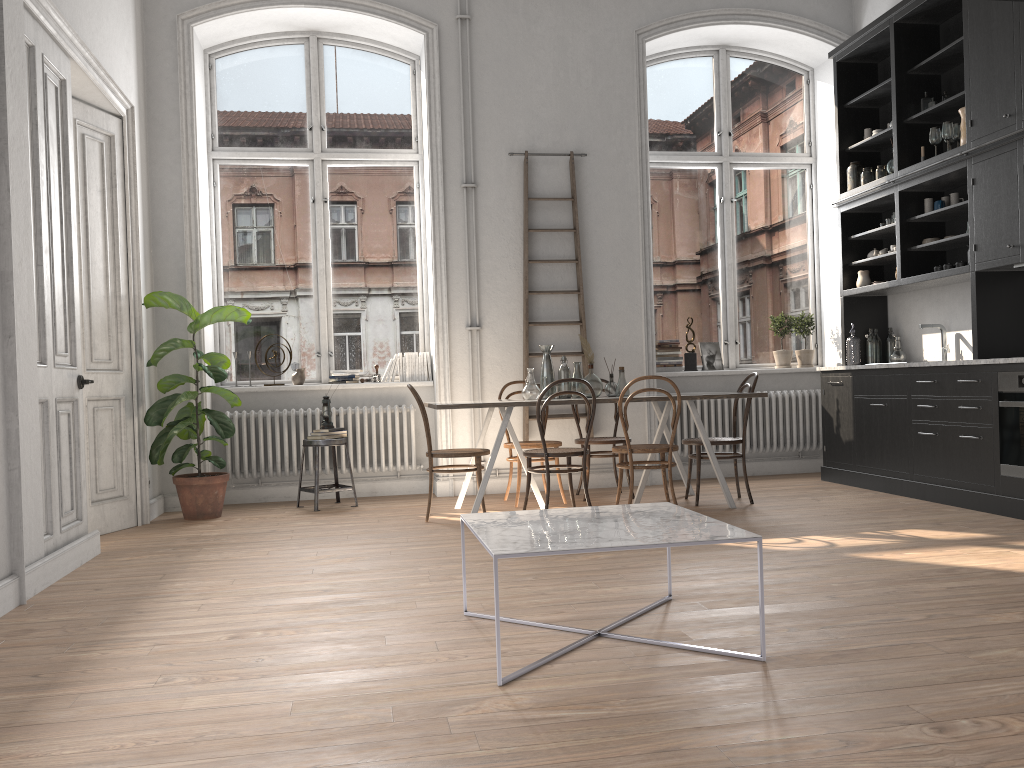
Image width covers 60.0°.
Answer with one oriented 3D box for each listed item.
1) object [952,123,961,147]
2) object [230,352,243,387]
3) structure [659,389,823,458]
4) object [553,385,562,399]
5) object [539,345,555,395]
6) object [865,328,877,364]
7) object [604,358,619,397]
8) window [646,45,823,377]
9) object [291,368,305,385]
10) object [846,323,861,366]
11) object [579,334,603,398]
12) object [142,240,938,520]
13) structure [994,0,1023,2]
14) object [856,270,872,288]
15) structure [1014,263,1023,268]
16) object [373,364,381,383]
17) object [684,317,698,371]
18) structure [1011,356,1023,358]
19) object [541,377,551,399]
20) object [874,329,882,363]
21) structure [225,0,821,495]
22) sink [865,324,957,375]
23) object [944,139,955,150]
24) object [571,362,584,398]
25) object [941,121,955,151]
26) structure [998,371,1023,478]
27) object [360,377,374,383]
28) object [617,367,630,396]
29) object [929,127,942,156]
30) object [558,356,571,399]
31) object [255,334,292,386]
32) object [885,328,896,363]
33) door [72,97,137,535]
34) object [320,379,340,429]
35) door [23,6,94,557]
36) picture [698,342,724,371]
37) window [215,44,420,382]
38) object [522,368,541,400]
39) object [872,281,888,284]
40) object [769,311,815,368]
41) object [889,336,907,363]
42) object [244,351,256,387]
[{"bbox_3d":[3.113,-1.701,6.185,0.083,0.221,0.083,-2,0,-11],"label":"object"},{"bbox_3d":[-2.262,-0.118,7.267,0.095,0.289,0.095,-2,0,22],"label":"object"},{"bbox_3d":[2.064,0.343,7.845,1.577,0.552,0.194,-2,0,-10],"label":"structure"},{"bbox_3d":[0.313,0.057,6.149,0.058,0.094,0.058,-2,0,18],"label":"object"},{"bbox_3d":[0.253,-0.086,6.348,0.116,0.383,0.116,-2,0,1],"label":"object"},{"bbox_3d":[2.947,-0.306,7.277,0.086,0.301,0.086,-2,1,-24],"label":"object"},{"bbox_3d":[0.707,-0.051,6.305,0.107,0.283,0.107,-2,0,-15],"label":"object"},{"bbox_3d":[7.498,-6.123,12.159,14.384,15.936,26.398,-2,0,-10],"label":"window"},{"bbox_3d":[-1.761,-0.062,7.313,0.100,0.142,0.102,-2,0,-35],"label":"object"},{"bbox_3d":[2.818,-0.328,7.320,0.109,0.349,0.109,-2,1,-29],"label":"object"},{"bbox_3d":[0.552,-0.127,6.198,0.157,0.446,0.157,-2,0,8],"label":"object"},{"bbox_3d":[0.260,-0.036,6.627,5.827,1.842,0.792,-2,0,-5],"label":"object"},{"bbox_3d":[1.144,-2.198,1.482,5.926,1.213,4.158,-2,0,-10],"label":"structure"},{"bbox_3d":[2.895,-0.855,7.287,0.127,0.144,0.115,-2,0,-31],"label":"object"},{"bbox_3d":[3.371,-0.754,5.127,0.379,0.123,0.843,-2,0,-10],"label":"structure"},{"bbox_3d":[-1.124,-0.088,7.389,0.048,0.153,0.088,-2,1,-40],"label":"object"},{"bbox_3d":[1.592,-0.357,7.924,0.122,0.488,0.102,-2,0,14],"label":"object"},{"bbox_3d":[3.264,-0.167,5.104,0.427,0.011,0.592,-2,0,-10],"label":"structure"},{"bbox_3d":[0.236,0.028,6.231,0.083,0.158,0.083,-2,0,-14],"label":"object"},{"bbox_3d":[3.028,-0.309,7.371,0.086,0.301,0.086,-2,0,4],"label":"object"},{"bbox_3d":[0.203,-1.349,7.438,5.181,4.474,0.340,-2,0,-10],"label":"structure"},{"bbox_3d":[3.025,-0.193,6.637,0.514,0.505,0.526,-2,0,-10],"label":"sink"},{"bbox_3d":[3.098,-1.701,6.267,0.083,0.221,0.083,-2,0,-18],"label":"object"},{"bbox_3d":[0.470,-0.029,6.347,0.098,0.255,0.100,-2,1,-33],"label":"object"},{"bbox_3d":[3.019,-1.698,6.136,0.083,0.221,0.083,-2,1,37],"label":"object"},{"bbox_3d":[3.270,0.228,5.105,0.618,0.623,0.622,-2,0,-10],"label":"structure"},{"bbox_3d":[-1.217,-0.033,7.430,0.088,0.048,0.153,-2,0,30],"label":"object"},{"bbox_3d":[0.794,-0.019,6.397,0.101,0.212,0.101,-2,0,29],"label":"object"},{"bbox_3d":[2.994,-1.697,6.265,0.083,0.221,0.083,-2,0,22],"label":"object"},{"bbox_3d":[0.370,-0.049,6.256,0.086,0.301,0.086,-2,1,-24],"label":"object"},{"bbox_3d":[-1.956,-0.196,7.283,0.347,0.425,0.087,-2,0,22],"label":"object"},{"bbox_3d":[3.109,-0.312,7.278,0.086,0.301,0.086,-2,1,36],"label":"object"},{"bbox_3d":[-2.759,-0.423,5.615,0.216,2.814,1.097,-2,0,15],"label":"door"},{"bbox_3d":[-1.412,0.153,6.865,0.163,0.383,0.154,-2,1,-36],"label":"object"},{"bbox_3d":[-2.394,-0.435,4.499,0.216,2.814,1.097,-2,0,-9],"label":"door"},{"bbox_3d":[1.774,-0.244,7.999,0.221,0.264,0.149,-2,0,-26],"label":"picture"},{"bbox_3d":[-1.633,-1.464,7.529,1.622,2.843,0.013,-2,1,-10],"label":"window"},{"bbox_3d":[0.131,0.000,6.083,0.132,0.219,0.132,-2,0,-21],"label":"object"},{"bbox_3d":[2.993,-0.804,7.145,0.180,0.037,0.180,-2,0,-25],"label":"object"},{"bbox_3d":[2.560,-0.407,8.098,0.500,0.524,0.234,-2,0,-21],"label":"object"},{"bbox_3d":[3.112,-0.273,7.150,0.132,0.219,0.120,-2,0,-10],"label":"object"},{"bbox_3d":[-2.137,-0.122,7.230,0.095,0.289,0.095,-2,0,13],"label":"object"}]
